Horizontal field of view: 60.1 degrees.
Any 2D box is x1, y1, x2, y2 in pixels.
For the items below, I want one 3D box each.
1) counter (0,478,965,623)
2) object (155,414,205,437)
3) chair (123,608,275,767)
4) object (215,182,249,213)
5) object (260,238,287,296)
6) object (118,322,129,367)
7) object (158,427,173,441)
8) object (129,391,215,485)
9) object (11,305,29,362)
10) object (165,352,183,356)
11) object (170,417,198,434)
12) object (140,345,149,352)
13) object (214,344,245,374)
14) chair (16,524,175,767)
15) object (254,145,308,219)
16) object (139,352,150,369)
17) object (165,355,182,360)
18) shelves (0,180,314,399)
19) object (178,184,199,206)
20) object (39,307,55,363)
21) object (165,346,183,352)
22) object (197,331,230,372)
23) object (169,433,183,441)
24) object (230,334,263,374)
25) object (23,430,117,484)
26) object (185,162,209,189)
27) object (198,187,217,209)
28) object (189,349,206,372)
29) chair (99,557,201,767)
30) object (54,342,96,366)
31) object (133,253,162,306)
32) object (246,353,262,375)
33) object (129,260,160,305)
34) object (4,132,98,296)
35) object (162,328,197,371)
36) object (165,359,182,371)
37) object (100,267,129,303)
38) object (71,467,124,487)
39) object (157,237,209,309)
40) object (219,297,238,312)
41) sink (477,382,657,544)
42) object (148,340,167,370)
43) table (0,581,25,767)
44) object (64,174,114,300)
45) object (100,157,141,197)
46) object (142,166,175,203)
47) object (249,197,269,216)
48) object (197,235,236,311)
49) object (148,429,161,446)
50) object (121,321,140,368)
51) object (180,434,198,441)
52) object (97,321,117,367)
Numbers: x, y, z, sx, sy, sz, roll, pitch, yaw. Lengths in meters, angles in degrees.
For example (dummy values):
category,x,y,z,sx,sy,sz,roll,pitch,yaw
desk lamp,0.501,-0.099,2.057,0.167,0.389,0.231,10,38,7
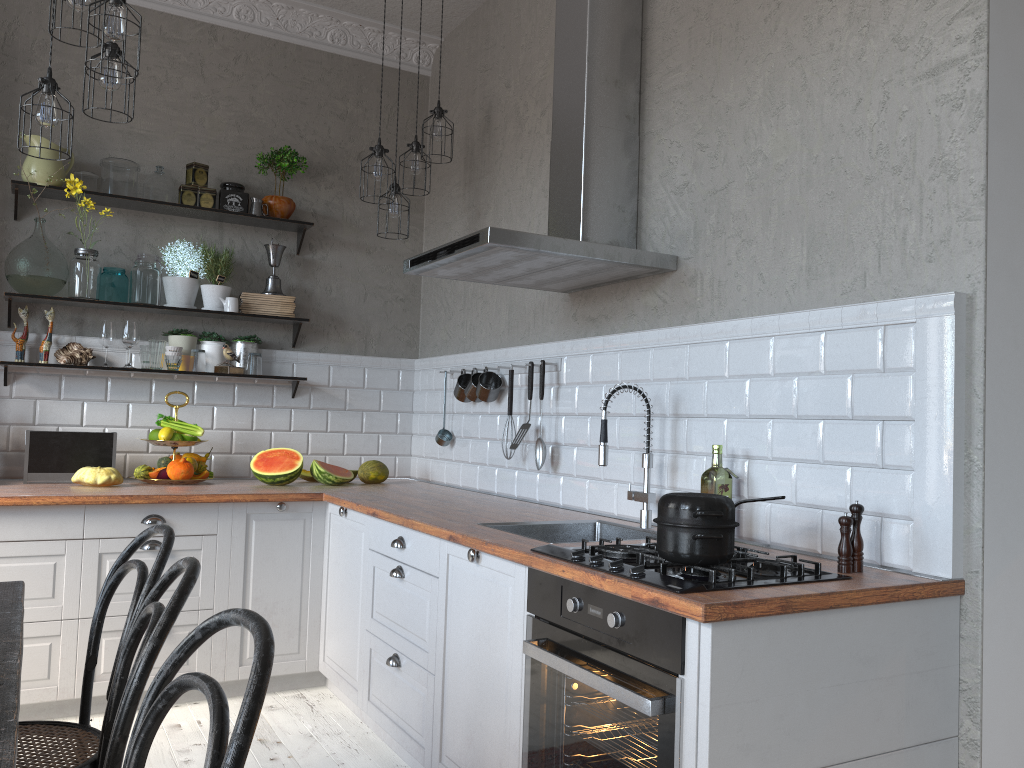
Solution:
category,x,y,z,sx,sy,sz,roll,pitch,yaw
counter,-1.147,0.424,2.703,3.220,0.039,3.327,3,-3,-29
object,-1.518,0.188,4.050,0.214,0.101,0.066,3,-3,-23
chair,-0.580,0.751,1.008,0.560,0.920,0.429,4,-3,-32
object,-1.398,-0.913,4.420,0.144,0.174,0.139,3,-3,-29
object,-1.208,-0.585,4.499,0.133,0.287,0.128,4,-4,-44
object,-1.804,-0.179,4.156,0.083,0.217,0.080,4,-4,-43
object,-1.555,0.227,3.979,0.060,0.069,0.078,2,-3,-9
object,-1.545,0.244,4.063,0.359,0.425,0.344,4,-4,-44
object,-2.187,-0.221,3.944,0.060,0.264,0.054,0,-3,32
object,-1.590,-0.123,4.163,0.078,0.051,0.076,2,-3,-10
object,-1.526,0.201,4.123,0.182,0.096,0.087,2,-3,-9
object,-1.733,-0.141,4.217,0.078,0.083,0.077,2,-3,-11
object,-1.376,-0.120,4.338,0.099,0.147,0.120,1,-3,29
chair,-1.043,0.775,1.895,0.560,0.920,0.429,4,-3,-32
object,-1.166,-1.014,4.502,0.262,0.397,0.240,2,-3,-4
object,-1.734,-0.107,4.215,0.078,0.083,0.077,2,-3,-11
object,-1.591,-0.106,4.162,0.079,0.051,0.075,4,-3,-36
shelves,-1.654,-0.387,4.238,1.341,0.923,0.224,3,-3,-30
object,-1.564,-0.895,4.273,0.084,0.113,0.081,3,-3,-29
object,-2.086,-0.216,3.984,0.053,0.264,0.062,2,-3,7
object,-1.589,-0.149,4.164,0.079,0.051,0.075,4,-3,-43
object,-1.482,-0.155,4.378,0.173,0.214,0.147,2,-3,1
object,-1.526,0.251,4.012,0.065,0.061,0.065,3,-3,-29
object,-1.340,-0.145,4.468,0.162,0.213,0.150,4,-3,-31
object,-1.933,0.320,3.881,0.358,0.226,0.086,3,-3,-29
object,-1.524,-1.005,4.285,0.081,0.113,0.084,0,-3,41
object,-1.484,-0.890,4.314,0.084,0.113,0.081,3,-3,-19
object,-1.514,-0.111,4.268,0.079,0.108,0.076,4,-3,-35
chair,-0.833,0.763,1.468,0.557,0.920,0.431,3,-3,-22
object,-1.986,-0.137,4.011,0.094,0.111,0.180,0,-3,39
object,-1.765,-0.491,4.280,0.133,0.264,0.129,3,-3,-24
object,-1.272,-0.098,4.376,0.079,0.108,0.076,4,-3,-35
object,-1.716,-0.468,4.137,0.125,0.206,0.124,2,-3,-6
object,-2.092,-0.727,3.918,0.332,0.674,0.340,0,-3,29
object,-1.616,-0.168,4.292,0.152,0.217,0.160,0,-3,41
object,-1.592,-0.089,4.162,0.079,0.051,0.075,4,-3,-36
object,-1.868,-0.455,4.151,0.128,0.172,0.124,3,-3,-25
object,-1.755,0.392,3.752,0.200,0.083,0.186,3,-3,-29
object,-1.590,-0.531,4.312,0.247,0.354,0.232,2,-3,-11
object,-1.365,-0.383,4.306,0.106,0.071,0.062,2,-3,0
sink,0.233,0.346,2.754,0.538,0.720,0.477,3,-3,-29
object,-1.671,-0.135,4.167,0.077,0.139,0.080,0,-3,34
table,-1.240,0.833,1.252,0.922,0.735,1.884,3,-3,-29
object,-1.920,-0.651,3.965,0.195,0.540,0.275,4,-3,-37
object,-1.831,-0.945,4.131,0.171,0.184,0.173,1,-3,10
object,-1.716,-0.951,4.303,0.138,0.220,0.142,1,-3,21
object,-1.255,-0.871,4.389,0.095,0.096,0.073,3,-3,-28
object,-1.448,-0.538,4.334,0.167,0.380,0.187,1,-3,22
object,-1.604,0.243,4.036,0.098,0.078,0.099,4,-3,-42
object,-1.760,-0.181,4.080,0.083,0.217,0.080,4,-4,-43
object,-1.493,0.257,4.069,0.098,0.062,0.077,0,-3,34
object,-1.882,-0.183,4.116,0.083,0.217,0.080,4,-4,-43
